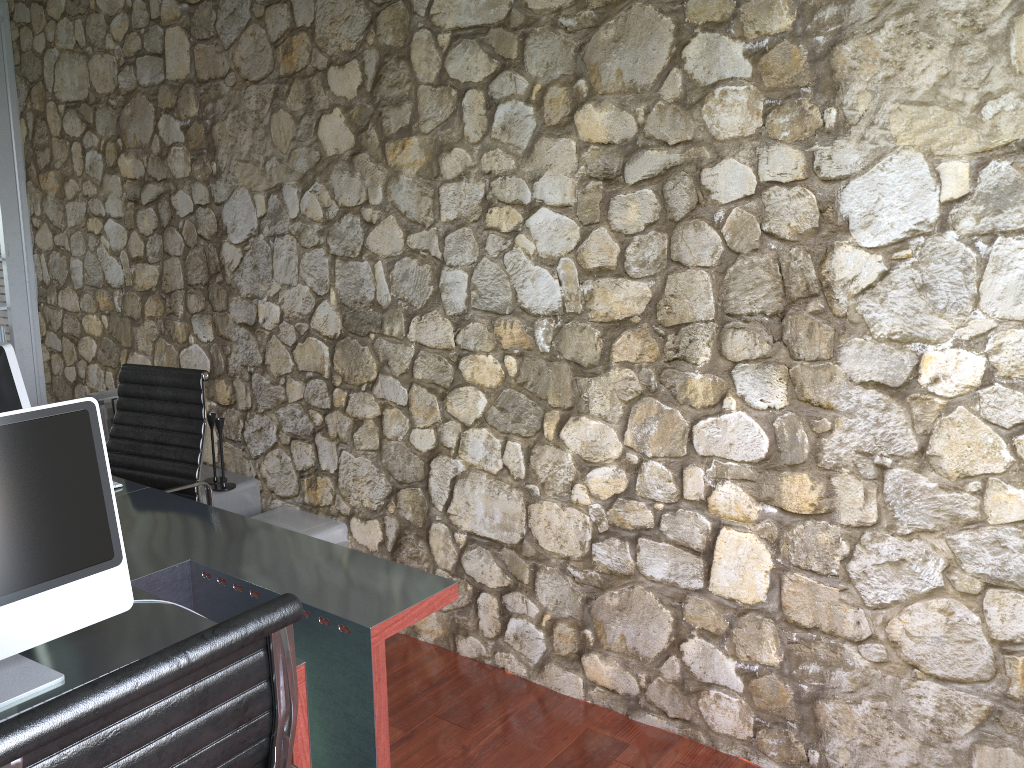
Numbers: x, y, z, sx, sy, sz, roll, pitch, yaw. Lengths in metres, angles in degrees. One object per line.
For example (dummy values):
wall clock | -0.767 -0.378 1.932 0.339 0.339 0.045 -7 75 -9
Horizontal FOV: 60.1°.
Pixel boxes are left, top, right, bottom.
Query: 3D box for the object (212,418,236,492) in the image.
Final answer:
object | -1.176 0.282 3.588 0.095 0.286 0.095 4 10 33

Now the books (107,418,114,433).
books | -1.631 0.263 3.809 0.057 0.260 0.183 5 11 37

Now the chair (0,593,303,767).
chair | -0.658 0.809 1.305 0.701 1.015 0.669 7 12 41

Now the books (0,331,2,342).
books | -2.772 -0.172 4.752 0.180 0.288 0.030 6 11 41

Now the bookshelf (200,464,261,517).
bookshelf | -1.665 0.603 3.941 1.197 0.456 0.439 7 12 37

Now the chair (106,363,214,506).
chair | -1.357 0.492 3.012 0.666 1.015 0.703 4 11 33

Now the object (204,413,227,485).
object | -1.241 0.266 3.676 0.095 0.286 0.095 -2 8 -3

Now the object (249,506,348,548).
object | -0.898 0.721 3.425 0.401 0.384 0.365 6 12 37

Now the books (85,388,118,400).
books | -1.733 0.198 3.926 0.065 0.348 0.260 5 11 37

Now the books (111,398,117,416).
books | -1.572 0.216 3.805 0.050 0.352 0.260 5 11 37

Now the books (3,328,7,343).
books | -2.749 -0.171 4.767 0.194 0.280 0.024 7 11 41

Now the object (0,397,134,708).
object | -0.938 0.301 1.545 0.190 0.481 0.486 5 11 37

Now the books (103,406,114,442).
books | -1.637 0.231 3.863 0.040 0.302 0.260 5 11 37

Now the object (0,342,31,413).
object | -1.570 0.103 2.629 0.485 0.481 0.191 6 11 37

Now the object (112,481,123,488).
object | -1.410 0.297 2.820 0.440 0.017 0.119 7 14 37

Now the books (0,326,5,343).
books | -2.759 -0.173 4.757 0.194 0.286 0.013 7 11 41

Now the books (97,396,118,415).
books | -1.685 0.213 3.887 0.060 0.330 0.251 5 11 37

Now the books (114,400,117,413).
books | -1.551 0.219 3.794 0.070 0.350 0.260 5 11 37

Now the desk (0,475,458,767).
desk | -1.502 0.784 2.270 2.514 0.722 1.308 7 13 37

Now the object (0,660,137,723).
object | -0.772 0.556 1.423 0.119 0.017 0.441 7 14 36

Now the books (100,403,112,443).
books | -1.655 0.224 3.875 0.025 0.312 0.267 5 11 37
